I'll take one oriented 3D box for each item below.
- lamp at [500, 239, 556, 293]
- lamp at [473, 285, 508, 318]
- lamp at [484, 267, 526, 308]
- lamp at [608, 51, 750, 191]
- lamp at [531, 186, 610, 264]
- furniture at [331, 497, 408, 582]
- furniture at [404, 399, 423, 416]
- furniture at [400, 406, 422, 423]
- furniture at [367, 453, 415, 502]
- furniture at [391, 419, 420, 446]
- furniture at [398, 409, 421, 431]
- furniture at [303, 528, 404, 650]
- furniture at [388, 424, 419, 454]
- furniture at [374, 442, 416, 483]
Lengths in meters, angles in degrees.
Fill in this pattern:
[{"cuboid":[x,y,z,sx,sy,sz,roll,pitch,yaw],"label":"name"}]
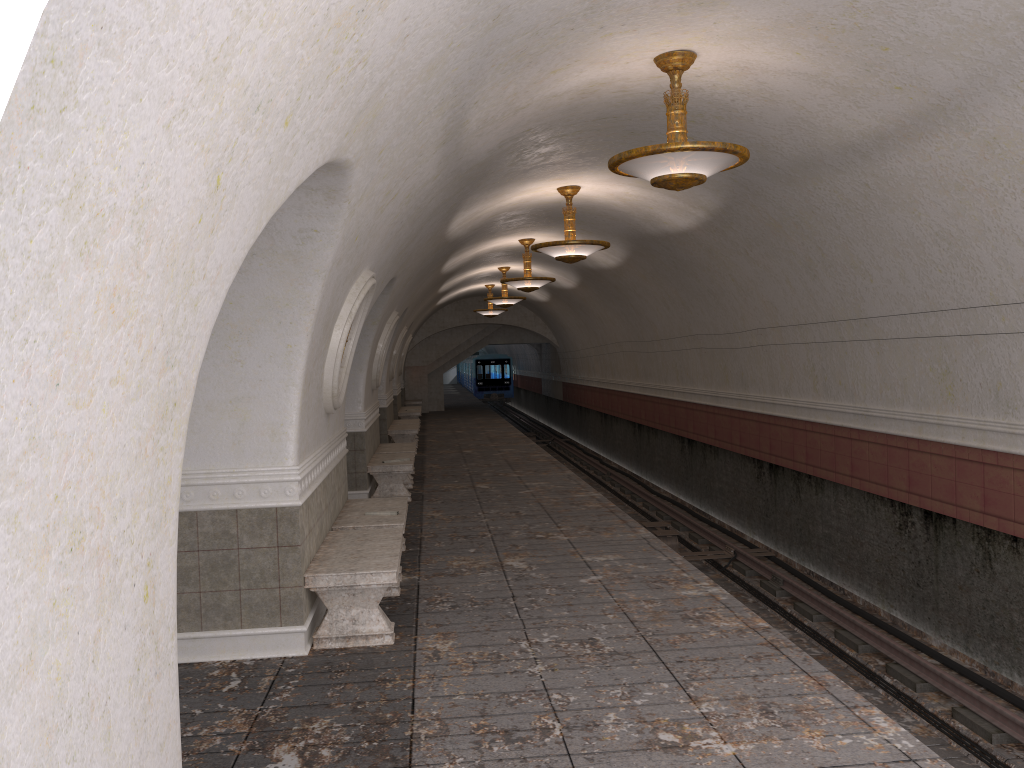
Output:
[{"cuboid":[0.280,-2.130,16.049,1.008,0.955,1.008,-2,2,11],"label":"lamp"},{"cuboid":[-0.626,-2.387,25.661,1.008,0.955,1.008,0,2,41],"label":"lamp"},{"cuboid":[-0.173,-2.258,20.854,1.008,0.955,1.008,-2,2,11],"label":"lamp"},{"cuboid":[1.190,-1.872,6.403,1.008,0.955,1.008,-3,2,-21],"label":"lamp"},{"cuboid":[0.734,-2.001,11.242,1.008,0.955,1.008,-3,2,-21],"label":"lamp"},{"cuboid":[-1.286,1.430,8.270,0.613,0.508,1.509,-2,2,-5],"label":"furniture"},{"cuboid":[-3.408,0.829,30.775,0.613,0.508,1.509,-2,2,-5],"label":"furniture"},{"cuboid":[-2.974,0.952,26.176,0.613,0.508,1.509,-2,2,-5],"label":"furniture"},{"cuboid":[-1.692,1.315,12.576,0.613,0.508,1.509,-2,2,-5],"label":"furniture"},{"cuboid":[-2.415,1.110,20.242,0.613,0.508,1.509,-2,2,-5],"label":"furniture"},{"cuboid":[-2.817,0.996,24.503,0.613,0.508,1.509,-2,2,-5],"label":"furniture"},{"cuboid":[-1.128,1.475,6.596,0.613,0.508,1.509,-2,2,-5],"label":"furniture"},{"cuboid":[-2.257,1.155,18.568,0.613,0.508,1.509,-2,2,-5],"label":"furniture"},{"cuboid":[-1.850,1.270,14.250,0.613,0.508,1.509,-2,2,-5],"label":"furniture"}]
